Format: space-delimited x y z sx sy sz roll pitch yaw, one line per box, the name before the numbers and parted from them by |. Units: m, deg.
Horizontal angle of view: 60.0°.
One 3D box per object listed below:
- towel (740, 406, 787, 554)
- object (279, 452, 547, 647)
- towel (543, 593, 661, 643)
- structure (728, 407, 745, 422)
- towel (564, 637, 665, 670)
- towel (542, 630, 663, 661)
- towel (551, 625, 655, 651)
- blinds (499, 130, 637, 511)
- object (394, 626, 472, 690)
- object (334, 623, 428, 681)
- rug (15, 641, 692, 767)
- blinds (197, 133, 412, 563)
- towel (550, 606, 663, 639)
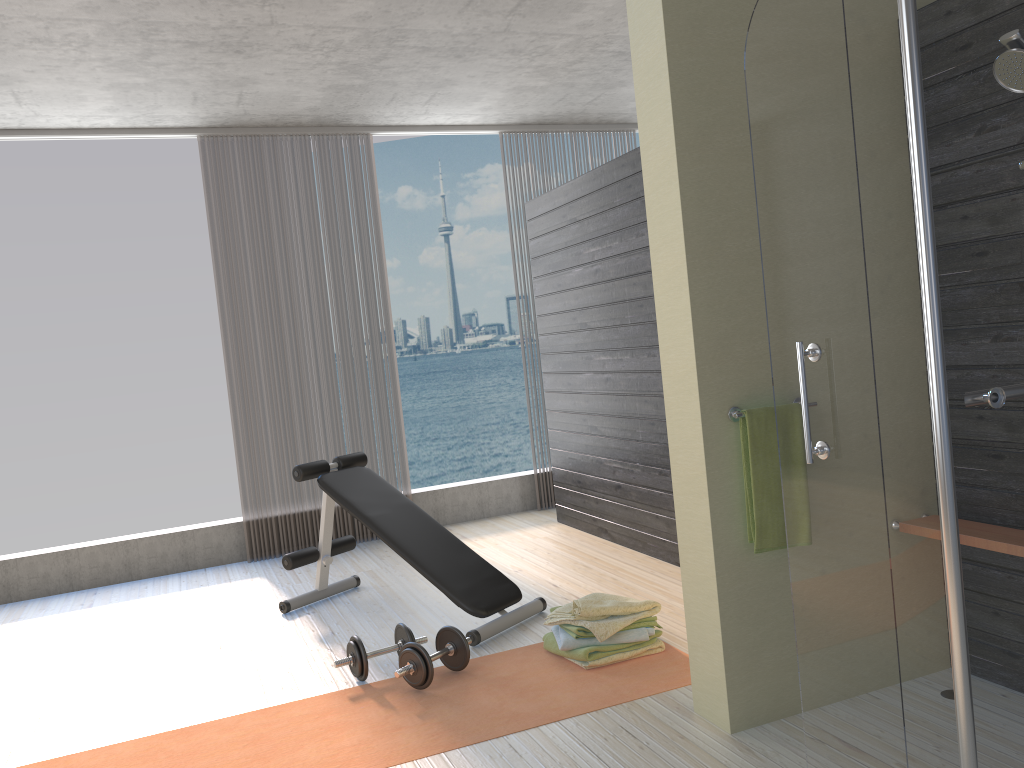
towel | 0.795 0.279 2.653 0.214 0.433 0.070 -7 3 -26
object | -0.541 0.722 4.223 1.312 0.746 0.505 -4 3 38
towel | 0.350 0.878 3.486 0.384 0.123 0.373 -8 3 -37
structure | 0.787 0.077 2.671 0.298 0.046 0.052 -7 3 -21
towel | 0.372 1.016 3.476 0.376 0.044 0.371 -7 3 -22
towel | 0.348 0.996 3.475 0.380 0.081 0.367 -7 3 -23
towel | 0.354 0.969 3.497 0.383 0.078 0.383 -6 3 -4
blinds | 0.561 -0.506 6.586 1.133 2.744 0.069 -7 3 -21
object | -0.290 1.021 3.318 0.176 0.176 0.385 -4 4 41
object | -0.509 1.047 3.468 0.385 0.176 0.176 -7 3 -29
rug | -0.669 1.172 2.939 2.779 0.002 0.716 -7 3 -21
blinds | -1.323 -0.276 5.857 1.133 2.744 0.069 -7 3 -21
towel | 0.369 0.930 3.513 0.376 0.085 0.371 -7 3 -16
